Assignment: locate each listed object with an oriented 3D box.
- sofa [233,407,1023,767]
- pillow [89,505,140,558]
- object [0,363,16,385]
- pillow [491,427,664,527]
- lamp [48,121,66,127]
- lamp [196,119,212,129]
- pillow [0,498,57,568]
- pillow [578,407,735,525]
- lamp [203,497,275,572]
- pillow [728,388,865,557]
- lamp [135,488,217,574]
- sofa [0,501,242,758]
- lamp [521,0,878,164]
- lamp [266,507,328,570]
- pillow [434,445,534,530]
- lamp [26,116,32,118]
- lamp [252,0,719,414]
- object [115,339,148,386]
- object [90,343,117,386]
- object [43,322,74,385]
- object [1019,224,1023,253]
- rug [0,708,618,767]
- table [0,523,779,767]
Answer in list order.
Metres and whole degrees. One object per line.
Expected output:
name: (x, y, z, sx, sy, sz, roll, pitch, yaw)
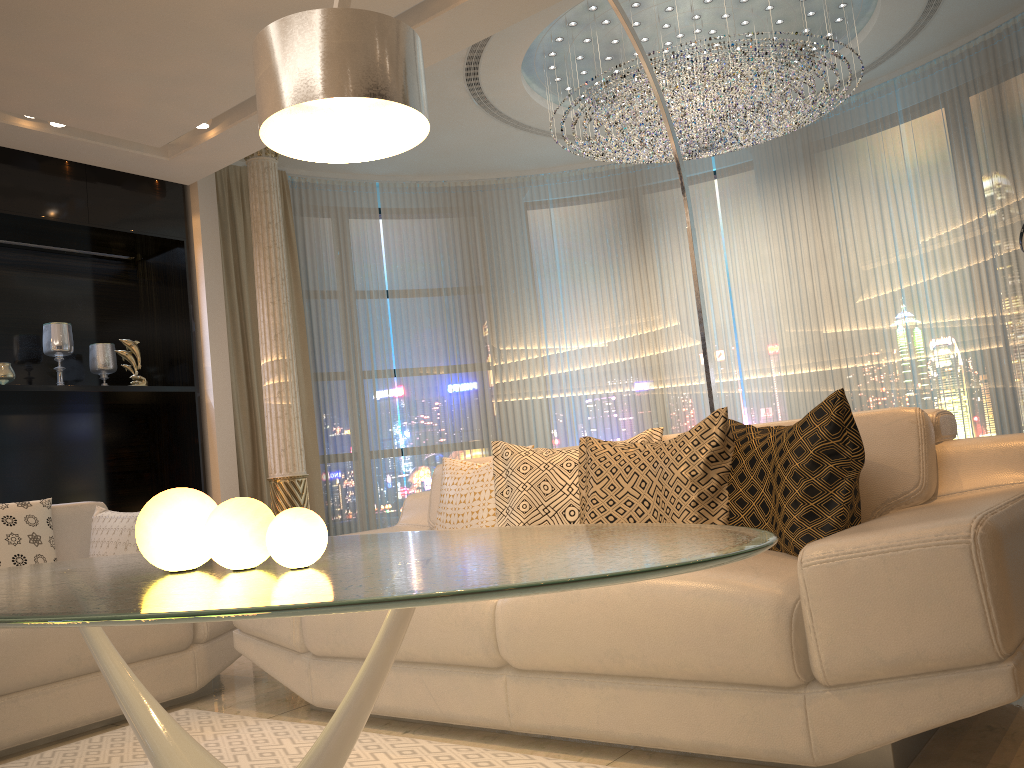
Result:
sofa: (0.295, 0.550, 2.693, 2.328, 0.754, 1.145, -10, -7, 37)
pillow: (-1.505, 0.609, 3.311, 0.281, 0.325, 0.521, -1, -8, -43)
object: (-2.750, -0.033, 4.790, 0.119, 0.154, 0.119, -1, -7, -43)
pillow: (0.219, 0.368, 2.861, 0.587, 0.429, 0.288, -7, -6, 12)
lamp: (-2.287, -1.360, 4.462, 0.107, 0.127, 0.107, -8, -6, 19)
lamp: (-1.647, -1.419, 4.697, 0.107, 0.127, 0.107, -8, -6, 19)
pillow: (-1.885, 0.615, 3.239, 0.255, 0.399, 0.526, -10, -7, 37)
pillow: (0.424, 0.317, 2.611, 0.575, 0.436, 0.301, -11, -8, 43)
lamp: (-0.433, 0.239, 1.418, 0.115, 0.115, 0.115, -3, -6, -27)
pillow: (0.723, 0.259, 2.348, 0.301, 0.436, 0.575, -4, -6, -21)
lamp: (-0.570, 0.250, 1.524, 0.143, 0.143, 0.143, -8, -6, 22)
sofa: (-2.034, 0.816, 2.851, 1.145, 0.754, 2.328, -10, -7, 37)
lamp: (1.130, -1.739, 5.344, 2.109, 0.685, 2.109, -5, -6, -8)
lamp: (-0.323, 0.231, 1.333, 0.090, 0.091, 0.090, -6, -6, -2)
pillow: (-0.110, 0.426, 3.079, 0.463, 0.380, 0.222, -11, -7, 42)
lamp: (-2.364, -1.374, 4.357, 0.107, 0.127, 0.107, -8, -6, 19)
lamp: (0.134, -0.325, 2.688, 0.393, 2.519, 2.009, -10, -7, 37)
object: (-2.243, -0.115, 5.233, 0.116, 0.293, 0.182, -10, -7, 34)
object: (-2.462, -0.079, 5.349, 0.147, 0.317, 0.147, -11, -7, 39)
object: (-2.631, -0.135, 5.154, 0.156, 0.426, 0.156, -11, -7, 42)
object: (2.113, 0.026, 3.032, 0.616, 1.471, 0.570, -11, -8, 43)
rug: (-0.485, 0.899, 1.551, 2.900, 0.020, 1.661, -10, -7, 37)
table: (-0.530, 0.611, 1.601, 2.140, 0.565, 0.999, -10, -7, 36)
